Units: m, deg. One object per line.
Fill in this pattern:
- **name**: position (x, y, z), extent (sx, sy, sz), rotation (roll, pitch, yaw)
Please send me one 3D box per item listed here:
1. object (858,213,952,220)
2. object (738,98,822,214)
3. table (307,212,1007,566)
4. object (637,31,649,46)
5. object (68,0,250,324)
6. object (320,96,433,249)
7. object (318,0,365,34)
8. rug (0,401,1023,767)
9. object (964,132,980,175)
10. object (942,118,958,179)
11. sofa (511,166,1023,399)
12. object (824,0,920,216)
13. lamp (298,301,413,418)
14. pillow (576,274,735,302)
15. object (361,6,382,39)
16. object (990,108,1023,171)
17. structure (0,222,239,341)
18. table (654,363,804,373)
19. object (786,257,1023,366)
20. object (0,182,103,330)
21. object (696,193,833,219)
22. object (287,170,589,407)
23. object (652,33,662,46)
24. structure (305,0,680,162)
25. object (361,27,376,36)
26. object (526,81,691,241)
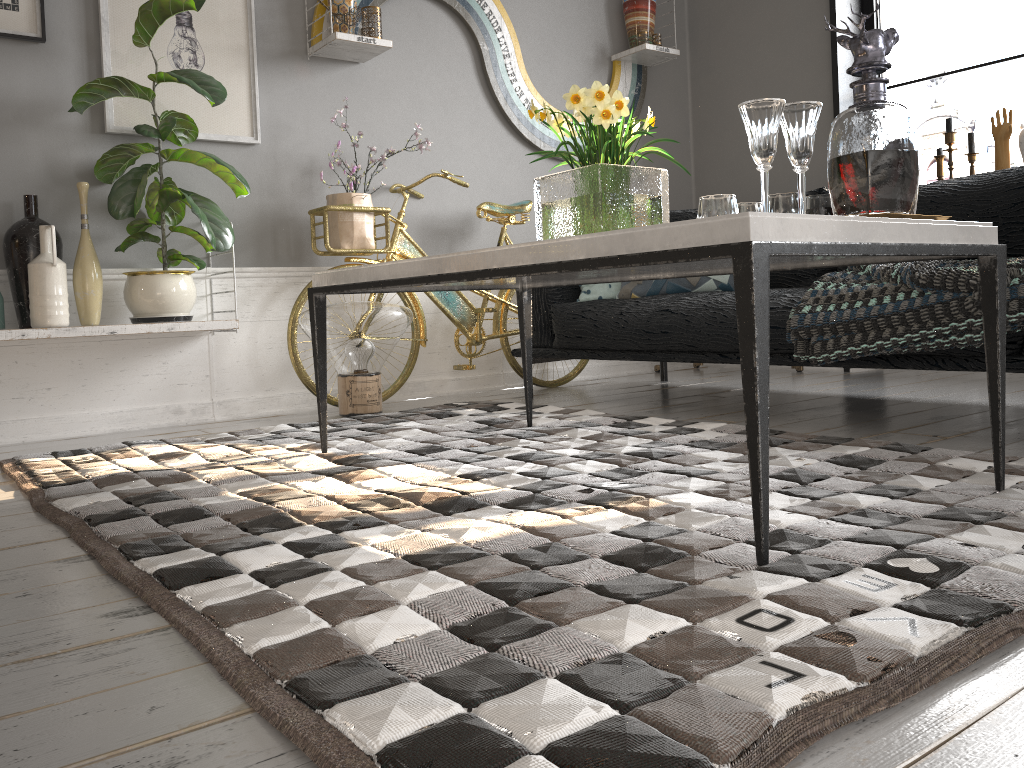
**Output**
- **object**: position (0.644, -0.305, 1.724), extent (0.247, 0.015, 0.318), rotation (-6, 6, -36)
- **object**: position (0.488, -0.390, 1.594), extent (0.168, 0.226, 0.082), rotation (-4, 2, -25)
- **table**: position (0.191, -0.043, 1.996), extent (0.734, 0.510, 1.457), rotation (-5, 5, -36)
- **object**: position (0.684, -1.793, 4.615), extent (0.060, 0.079, 0.060), rotation (0, 3, 42)
- **object**: position (-1.239, -0.793, 3.157), extent (0.567, 1.148, 0.416), rotation (-2, 2, 3)
- **object**: position (-0.546, -0.864, 3.656), extent (0.488, 0.640, 0.254), rotation (-3, 2, -19)
- **object**: position (-0.691, -1.482, 3.570), extent (0.197, 0.165, 0.060), rotation (-3, 2, -3)
- **rug**: position (-0.059, 0.201, 2.087), extent (1.774, 0.034, 2.528), rotation (-6, 6, -36)
- **object**: position (2.070, -0.989, 3.981), extent (0.076, 0.300, 0.076), rotation (-3, 1, -6)
- **object**: position (1.986, -1.025, 4.007), extent (0.123, 0.375, 0.123), rotation (-3, 2, -32)
- **sofa**: position (1.027, -0.314, 3.134), extent (0.972, 0.796, 2.342), rotation (-5, 5, -37)
- **object**: position (0.682, -0.503, 1.676), extent (0.156, 0.416, 0.148), rotation (-3, 2, -17)
- **lamp**: position (-0.588, -0.097, 3.385), extent (0.432, 0.437, 0.433), rotation (-3, 3, -6)
- **pillow**: position (0.605, -0.515, 3.597), extent (0.798, 0.361, 0.445), rotation (1, 5, 35)
- **object**: position (-0.581, -1.484, 3.669), extent (0.086, 0.139, 0.086), rotation (-5, 3, -44)
- **object**: position (2.297, -1.016, 3.599), extent (0.135, 0.409, 0.663), rotation (-4, 4, -35)
- **structure**: position (-2.189, -0.309, 2.521), extent (2.783, 0.485, 0.308), rotation (-6, 4, -37)
- **table**: position (1.109, -0.399, 4.643), extent (0.340, 0.678, 0.743), rotation (-4, 3, -36)
- **object**: position (1.156, -0.239, 2.474), extent (0.491, 0.328, 0.667), rotation (-6, 5, -41)
- **object**: position (-1.583, -0.428, 2.938), extent (0.331, 0.487, 0.286), rotation (-2, 2, 14)
- **object**: position (0.524, -0.335, 1.782), extent (0.246, 0.087, 0.280), rotation (0, 5, 31)
- **object**: position (-0.216, -0.423, 3.922), extent (0.426, 0.968, 1.631), rotation (-1, 4, 45)
- **object**: position (0.758, -1.797, 4.628), extent (0.050, 0.058, 0.050), rotation (0, 4, 43)
- **structure**: position (0.017, -1.579, 4.194), extent (2.027, 0.954, 0.267), rotation (-6, 3, -37)
- **object**: position (-0.607, -1.462, 3.747), extent (0.062, 0.081, 0.062), rotation (-1, 3, 29)
- **object**: position (0.196, -0.475, 1.998), extent (0.325, 0.350, 0.352), rotation (-4, 4, -34)
